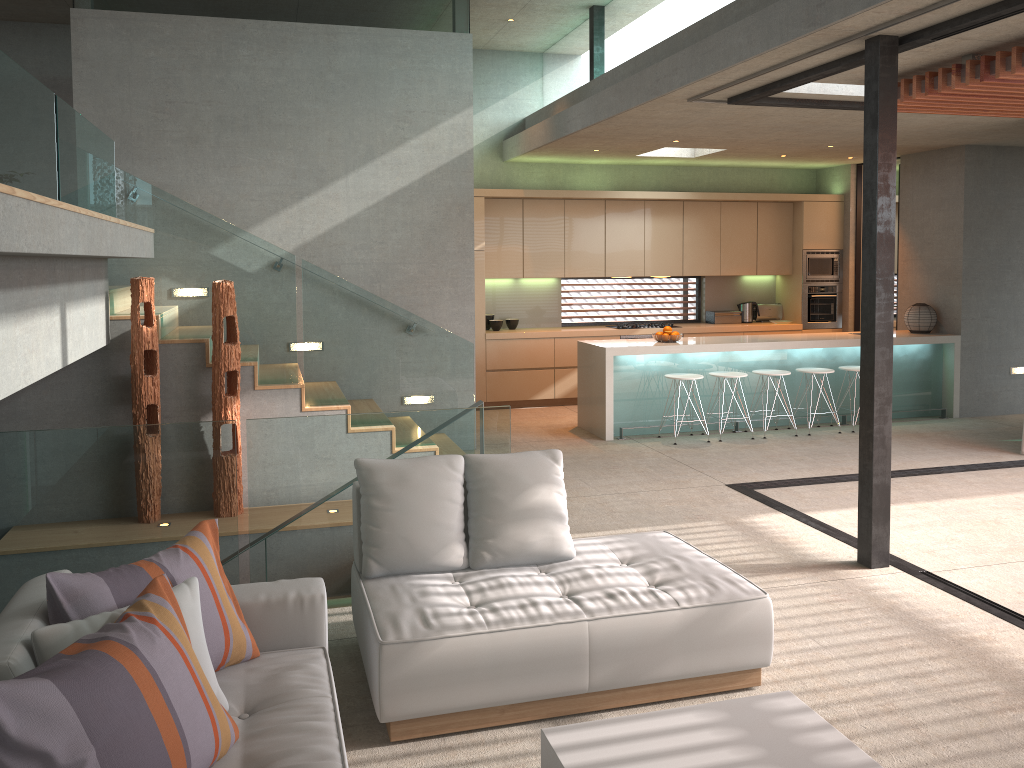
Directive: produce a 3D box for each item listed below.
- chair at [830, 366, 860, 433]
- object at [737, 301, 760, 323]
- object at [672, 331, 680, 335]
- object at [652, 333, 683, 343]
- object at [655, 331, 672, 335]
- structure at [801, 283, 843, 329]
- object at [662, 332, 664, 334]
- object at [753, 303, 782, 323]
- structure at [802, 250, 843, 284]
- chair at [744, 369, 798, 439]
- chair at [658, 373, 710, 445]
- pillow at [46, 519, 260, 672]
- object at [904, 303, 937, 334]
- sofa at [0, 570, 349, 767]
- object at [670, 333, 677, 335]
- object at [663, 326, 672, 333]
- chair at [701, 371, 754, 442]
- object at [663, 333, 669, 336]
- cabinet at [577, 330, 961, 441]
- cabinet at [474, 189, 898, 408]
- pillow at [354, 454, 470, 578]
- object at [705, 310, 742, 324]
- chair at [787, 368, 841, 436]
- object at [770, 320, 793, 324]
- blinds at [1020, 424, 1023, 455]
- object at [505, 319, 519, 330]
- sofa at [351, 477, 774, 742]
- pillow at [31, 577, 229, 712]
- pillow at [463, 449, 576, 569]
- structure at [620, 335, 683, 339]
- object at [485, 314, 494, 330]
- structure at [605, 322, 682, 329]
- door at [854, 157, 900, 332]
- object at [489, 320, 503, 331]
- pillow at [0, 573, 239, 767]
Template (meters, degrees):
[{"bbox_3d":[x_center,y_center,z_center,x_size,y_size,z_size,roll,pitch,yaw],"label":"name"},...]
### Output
[{"bbox_3d":[3.540,0.144,9.057,0.382,0.621,0.384,-2,5,-16],"label":"chair"},{"bbox_3d":[3.118,-0.951,11.677,0.278,0.284,0.178,-1,5,-10],"label":"object"},{"bbox_3d":[1.677,-0.495,9.073,0.094,0.094,0.094,-3,6,-27],"label":"object"},{"bbox_3d":[1.590,-0.474,9.059,0.315,0.081,0.317,-2,8,-15],"label":"object"},{"bbox_3d":[1.543,-0.488,9.024,0.174,0.099,0.097,3,7,29],"label":"object"},{"bbox_3d":[3.969,-1.037,11.658,0.597,0.577,0.500,-2,5,-16],"label":"structure"},{"bbox_3d":[1.541,-0.497,9.128,0.087,0.086,0.087,3,7,35],"label":"object"},{"bbox_3d":[3.410,-0.952,11.808,0.390,0.246,0.151,-2,5,-16],"label":"object"},{"bbox_3d":[3.960,-1.545,11.648,0.597,0.435,0.463,-2,6,-15],"label":"structure"},{"bbox_3d":[2.575,0.188,8.785,0.382,0.621,0.384,-2,5,-16],"label":"chair"},{"bbox_3d":[1.658,0.230,8.529,0.382,0.621,0.384,-2,5,-16],"label":"chair"},{"bbox_3d":[-1.120,0.733,2.754,0.279,0.501,0.701,2,7,27],"label":"pillow"},{"bbox_3d":[4.582,-0.739,9.915,0.340,0.333,0.342,-3,6,-24],"label":"object"},{"bbox_3d":[-0.737,1.140,1.527,1.049,0.748,3.483,-2,8,-15],"label":"sofa"},{"bbox_3d":[1.645,-0.480,8.986,0.087,0.086,0.087,-3,6,-25],"label":"object"},{"bbox_3d":[1.600,-0.550,9.088,0.095,0.094,0.095,0,6,4],"label":"object"},{"bbox_3d":[2.114,0.209,8.656,0.382,0.621,0.384,-2,5,-16],"label":"chair"},{"bbox_3d":[1.562,-0.473,8.974,0.081,0.081,0.081,1,6,13],"label":"object"},{"bbox_3d":[2.778,-0.042,9.435,4.123,0.895,0.805,-3,6,-16],"label":"cabinet"},{"bbox_3d":[2.805,-1.058,10.730,7.474,2.555,1.977,-2,5,-16],"label":"cabinet"},{"bbox_3d":[-0.436,0.570,3.876,0.492,0.495,0.239,-2,4,-15],"label":"pillow"},{"bbox_3d":[2.784,-0.878,11.624,0.400,0.159,0.242,-2,7,-15],"label":"object"},{"bbox_3d":[3.054,0.166,8.920,0.382,0.621,0.384,-2,5,-16],"label":"chair"},{"bbox_3d":[3.516,-0.807,11.532,0.311,0.034,0.311,7,11,42],"label":"object"},{"bbox_3d":[4.922,-0.844,7.771,0.886,2.920,0.230,-2,3,-19],"label":"blinds"},{"bbox_3d":[0.002,-0.731,10.819,0.169,0.126,0.170,-4,7,-29],"label":"object"},{"bbox_3d":[0.155,0.828,3.798,1.597,0.729,1.019,-2,7,-15],"label":"sofa"},{"bbox_3d":[-1.052,0.812,2.467,0.239,0.403,0.597,2,7,27],"label":"pillow"},{"bbox_3d":[0.029,0.560,4.003,0.492,0.481,0.267,-2,5,-15],"label":"pillow"},{"bbox_3d":[1.714,-0.356,10.846,0.828,0.498,0.080,-2,4,-16],"label":"structure"},{"bbox_3d":[-0.325,-0.751,10.763,0.226,0.187,0.226,-5,8,-38],"label":"object"},{"bbox_3d":[1.647,-0.708,11.068,0.839,0.090,0.467,-3,8,-15],"label":"structure"},{"bbox_3d":[0.936,0.068,6.650,15.379,4.450,5.794,-7,9,-43],"label":"door"},{"bbox_3d":[-0.190,-0.703,10.627,0.169,0.126,0.170,-4,7,-29],"label":"object"},{"bbox_3d":[-0.939,0.827,2.163,0.311,0.491,0.742,0,6,8],"label":"pillow"}]
